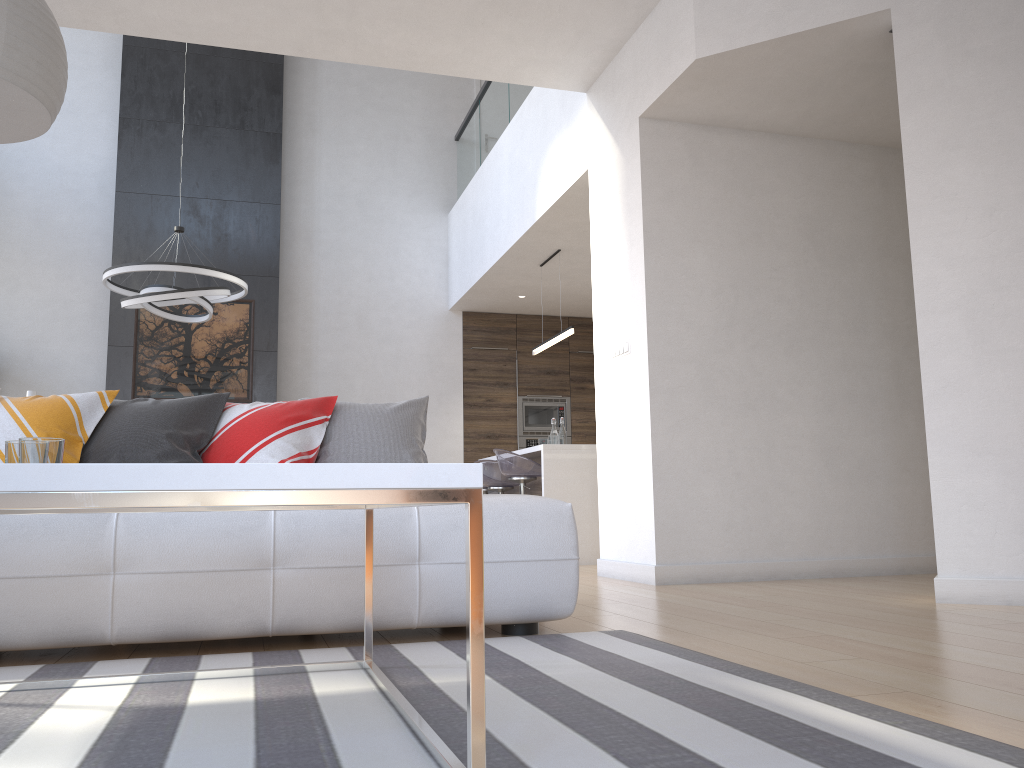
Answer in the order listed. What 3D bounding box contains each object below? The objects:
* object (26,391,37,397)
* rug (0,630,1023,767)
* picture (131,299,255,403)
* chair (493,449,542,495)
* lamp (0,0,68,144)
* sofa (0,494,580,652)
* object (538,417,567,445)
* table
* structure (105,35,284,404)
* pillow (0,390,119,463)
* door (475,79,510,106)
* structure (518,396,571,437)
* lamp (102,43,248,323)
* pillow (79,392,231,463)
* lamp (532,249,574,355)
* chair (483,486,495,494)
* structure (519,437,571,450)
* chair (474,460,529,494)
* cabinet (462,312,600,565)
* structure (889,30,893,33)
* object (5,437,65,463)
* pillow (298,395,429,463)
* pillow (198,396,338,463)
[{"bbox_3d":[-2.031,0.225,3.559,0.316,0.398,0.319,-2,-8,7],"label":"object"},{"bbox_3d":[-0.520,0.627,1.667,2.326,0.016,1.662,2,-9,-17],"label":"rug"},{"bbox_3d":[-2.965,-0.329,8.285,1.056,0.990,0.026,1,-9,-16],"label":"picture"},{"bbox_3d":[0.084,0.897,6.526,0.434,0.838,0.475,2,-9,-18],"label":"chair"},{"bbox_3d":[-2.743,-0.522,2.670,3.199,2.647,0.710,-4,-9,19],"label":"lamp"},{"bbox_3d":[-1.404,0.359,2.223,3.424,0.732,2.614,1,-9,-17],"label":"sofa"},{"bbox_3d":[0.288,0.387,6.949,0.148,0.267,0.323,-7,-10,38],"label":"object"},{"bbox_3d":[-0.713,0.384,1.517,1.091,0.435,1.091,1,-9,-16],"label":"table"},{"bbox_3d":[-2.978,-1.559,8.437,1.500,6.351,0.722,1,-9,-16],"label":"structure"},{"bbox_3d":[-2.079,0.131,2.345,0.630,0.440,2.095,-6,-9,30],"label":"pillow"},{"bbox_3d":[0.064,-2.655,9.890,0.974,2.136,0.085,1,-9,-16],"label":"door"},{"bbox_3d":[0.287,0.384,9.747,0.595,0.430,0.459,1,-9,-16],"label":"structure"},{"bbox_3d":[-2.503,-2.726,6.830,1.000,4.513,1.000,1,-8,-15],"label":"lamp"},{"bbox_3d":[-2.039,0.196,2.913,2.120,0.436,0.608,2,-9,-21],"label":"pillow"},{"bbox_3d":[0.327,-0.700,7.443,0.020,0.756,0.998,1,-9,-16],"label":"lamp"},{"bbox_3d":[-0.225,1.085,7.617,0.434,0.787,0.475,-1,-8,1],"label":"chair"},{"bbox_3d":[0.301,0.877,9.659,0.595,0.570,0.495,1,-9,-16],"label":"structure"},{"bbox_3d":[-0.085,1.007,7.089,0.475,0.787,0.434,-7,-10,36],"label":"chair"},{"bbox_3d":[1.153,0.163,7.370,2.402,2.501,4.694,1,-9,-16],"label":"cabinet"},{"bbox_3d":[4.098,-1.427,3.212,4.190,4.339,2.823,1,-9,-16],"label":"structure"},{"bbox_3d":[-0.987,0.054,1.646,0.330,0.265,0.330,-2,-8,7],"label":"object"},{"bbox_3d":[-1.541,0.157,2.726,2.953,0.453,0.647,4,-9,-29],"label":"pillow"},{"bbox_3d":[-1.728,0.231,3.009,2.250,0.449,0.575,2,-9,-19],"label":"pillow"}]
